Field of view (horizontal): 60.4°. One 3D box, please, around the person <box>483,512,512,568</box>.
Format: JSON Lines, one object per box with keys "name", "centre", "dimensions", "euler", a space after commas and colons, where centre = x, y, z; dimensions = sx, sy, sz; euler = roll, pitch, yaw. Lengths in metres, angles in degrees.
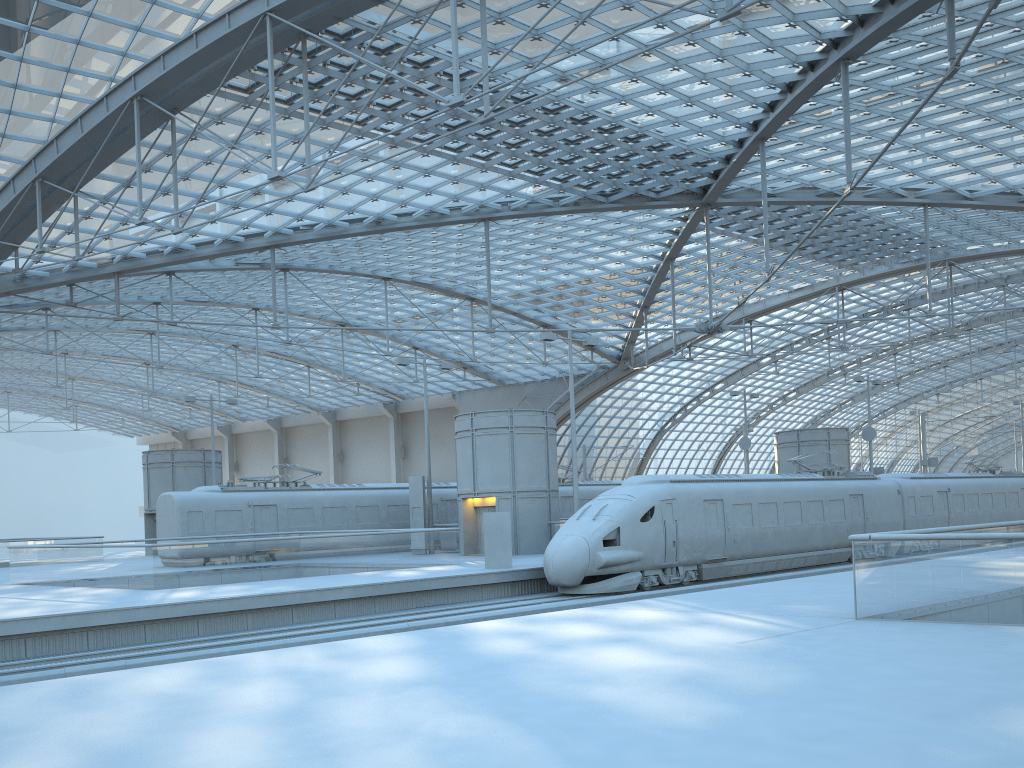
{"name": "person", "centre": [-0.406, 4.623, 25.893], "dimensions": [0.877, 1.704, 0.001], "euler": [-3, -1, 22]}
